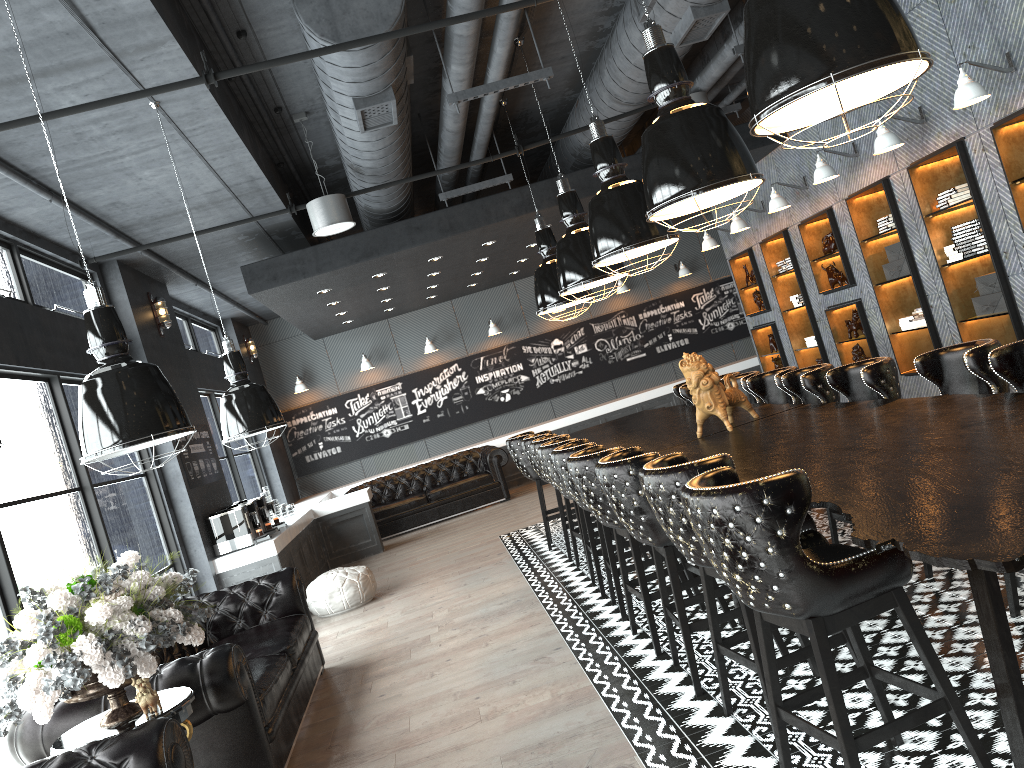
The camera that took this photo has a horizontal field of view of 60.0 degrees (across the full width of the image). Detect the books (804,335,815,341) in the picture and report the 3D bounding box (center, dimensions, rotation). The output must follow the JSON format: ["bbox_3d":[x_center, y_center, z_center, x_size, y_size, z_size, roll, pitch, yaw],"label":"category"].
[{"bbox_3d":[3.609,-0.569,10.502,0.225,0.029,0.179,-17,0,-23],"label":"books"}]

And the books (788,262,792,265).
[{"bbox_3d":[3.394,-1.458,10.398,0.194,0.028,0.245,-17,0,-24],"label":"books"}]

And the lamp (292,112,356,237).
[{"bbox_3d":[-1.674,-1.817,7.608,0.382,1.045,0.379,-17,-1,-38],"label":"lamp"}]

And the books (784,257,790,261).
[{"bbox_3d":[3.345,-1.502,10.377,0.194,0.028,0.245,-17,0,-34],"label":"books"}]

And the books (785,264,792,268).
[{"bbox_3d":[3.351,-1.415,10.389,0.194,0.028,0.245,-17,0,-19],"label":"books"}]

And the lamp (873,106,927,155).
[{"bbox_3d":[3.122,-2.071,7.158,0.489,0.287,0.244,-17,-1,10],"label":"lamp"}]

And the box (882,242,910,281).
[{"bbox_3d":[3.677,-1.179,8.349,0.298,0.316,0.419,-17,0,-6],"label":"box"}]

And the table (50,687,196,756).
[{"bbox_3d":[-1.511,1.733,3.693,0.573,0.726,0.571,-17,-1,-43],"label":"table"}]

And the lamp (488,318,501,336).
[{"bbox_3d":[-0.302,-0.973,14.901,0.243,0.287,0.490,-17,0,10],"label":"lamp"}]

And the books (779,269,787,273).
[{"bbox_3d":[3.347,-1.383,10.662,0.193,0.028,0.245,-17,0,-2],"label":"books"}]

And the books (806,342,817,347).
[{"bbox_3d":[3.638,-0.495,10.491,0.180,0.034,0.242,-17,0,-37],"label":"books"}]

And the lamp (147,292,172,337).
[{"bbox_3d":[-3.618,-0.733,9.169,0.139,0.480,0.145,-17,-1,-6],"label":"lamp"}]

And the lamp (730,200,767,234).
[{"bbox_3d":[2.773,-1.989,10.478,0.489,0.287,0.244,-17,-1,10],"label":"lamp"}]

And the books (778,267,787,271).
[{"bbox_3d":[3.327,-1.406,10.681,0.193,0.028,0.245,-17,0,6],"label":"books"}]

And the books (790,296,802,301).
[{"bbox_3d":[3.441,-1.036,10.500,0.245,0.028,0.193,-17,0,-3],"label":"books"}]

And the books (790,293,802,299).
[{"bbox_3d":[3.443,-1.067,10.501,0.246,0.028,0.193,-17,0,-13],"label":"books"}]

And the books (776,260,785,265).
[{"bbox_3d":[3.313,-1.491,10.662,0.193,0.028,0.245,-17,0,-9],"label":"books"}]

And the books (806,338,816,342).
[{"bbox_3d":[3.633,-0.549,10.510,0.243,0.024,0.175,-17,0,-15],"label":"books"}]

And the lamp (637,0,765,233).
[{"bbox_3d":[0.686,-1.902,4.544,0.620,2.303,0.622,-18,-1,39],"label":"lamp"}]

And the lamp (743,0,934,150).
[{"bbox_3d":[0.833,-1.953,3.093,0.620,2.303,0.622,-18,-1,39],"label":"lamp"}]

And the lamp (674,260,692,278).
[{"bbox_3d":[2.939,-1.997,15.277,0.243,0.287,0.490,-17,0,10],"label":"lamp"}]

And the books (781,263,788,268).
[{"bbox_3d":[3.368,-1.449,10.667,0.193,0.028,0.245,-17,0,1],"label":"books"}]

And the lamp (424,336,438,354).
[{"bbox_3d":[-1.355,-0.675,14.780,0.243,0.287,0.490,-17,0,10],"label":"lamp"}]

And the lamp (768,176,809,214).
[{"bbox_3d":[2.895,-2.013,9.332,0.489,0.287,0.244,-17,-1,10],"label":"lamp"}]

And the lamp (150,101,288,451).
[{"bbox_3d":[-1.825,-0.651,5.300,0.390,2.161,0.391,-18,-1,39],"label":"lamp"}]

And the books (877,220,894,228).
[{"bbox_3d":[3.579,-1.523,8.310,0.194,0.028,0.245,-17,0,-15],"label":"books"}]

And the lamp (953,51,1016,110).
[{"bbox_3d":[3.233,-2.107,6.076,0.489,0.287,0.244,-17,-1,10],"label":"lamp"}]

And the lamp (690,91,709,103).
[{"bbox_3d":[1.502,-2.801,7.976,0.379,1.045,0.382,-17,-1,20],"label":"lamp"}]

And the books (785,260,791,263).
[{"bbox_3d":[3.353,-1.475,10.377,0.194,0.028,0.245,-17,0,-26],"label":"books"}]

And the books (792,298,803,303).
[{"bbox_3d":[3.462,-1.013,10.481,0.245,0.028,0.193,-17,0,-6],"label":"books"}]

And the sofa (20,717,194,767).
[{"bbox_3d":[-1.574,1.686,2.047,1.240,0.838,2.565,-17,0,-7],"label":"sofa"}]

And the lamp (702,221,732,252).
[{"bbox_3d":[2.667,-1.941,11.556,0.489,0.287,0.244,-17,-1,10],"label":"lamp"}]

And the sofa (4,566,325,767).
[{"bbox_3d":[-1.906,1.800,5.299,1.240,0.838,2.565,-17,0,-7],"label":"sofa"}]

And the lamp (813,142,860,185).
[{"bbox_3d":[2.999,-2.075,8.242,0.489,0.287,0.244,-17,-1,10],"label":"lamp"}]

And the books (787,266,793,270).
[{"bbox_3d":[3.378,-1.394,10.376,0.194,0.028,0.245,-17,0,-27],"label":"books"}]

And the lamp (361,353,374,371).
[{"bbox_3d":[-2.390,-0.385,14.661,0.243,0.287,0.490,-17,0,10],"label":"lamp"}]

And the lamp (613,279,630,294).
[{"bbox_3d":[1.865,-1.702,15.154,0.243,0.287,0.490,-17,0,10],"label":"lamp"}]

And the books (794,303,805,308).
[{"bbox_3d":[3.488,-0.962,10.481,0.245,0.028,0.193,-17,0,-10],"label":"books"}]

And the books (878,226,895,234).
[{"bbox_3d":[3.594,-1.468,8.331,0.193,0.028,0.245,-17,0,-6],"label":"books"}]

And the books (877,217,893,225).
[{"bbox_3d":[3.585,-1.554,8.356,0.193,0.028,0.245,-17,0,0],"label":"books"}]

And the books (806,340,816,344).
[{"bbox_3d":[3.619,-0.520,10.506,0.166,0.024,0.227,-17,0,-20],"label":"books"}]

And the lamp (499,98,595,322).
[{"bbox_3d":[0.242,-1.749,8.898,0.620,2.303,0.622,-18,-1,39],"label":"lamp"}]

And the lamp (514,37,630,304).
[{"bbox_3d":[0.390,-1.800,7.447,0.620,2.303,0.622,-18,-1,39],"label":"lamp"}]

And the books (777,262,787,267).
[{"bbox_3d":[3.321,-1.464,10.663,0.193,0.028,0.245,-17,0,-1],"label":"books"}]

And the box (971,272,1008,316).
[{"bbox_3d":[3.948,-0.749,7.233,0.323,0.316,0.419,-17,0,-6],"label":"box"}]

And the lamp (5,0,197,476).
[{"bbox_3d":[-1.604,-0.727,3.136,0.390,2.161,0.391,-18,-1,39],"label":"lamp"}]

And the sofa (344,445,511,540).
[{"bbox_3d":[-1.264,1.629,13.286,2.567,0.838,1.239,-17,0,-7],"label":"sofa"}]

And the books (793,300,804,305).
[{"bbox_3d":[3.454,-0.981,10.438,0.245,0.028,0.193,-17,0,3],"label":"books"}]

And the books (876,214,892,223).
[{"bbox_3d":[3.562,-1.576,8.314,0.193,0.028,0.245,-17,0,-3],"label":"books"}]

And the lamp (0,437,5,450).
[{"bbox_3d":[-1.452,-0.775,1.659,0.390,2.154,0.391,-18,-1,39],"label":"lamp"}]

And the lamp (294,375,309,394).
[{"bbox_3d":[-3.442,-0.022,14.538,0.243,0.287,0.490,-17,0,10],"label":"lamp"}]

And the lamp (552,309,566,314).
[{"bbox_3d":[0.769,-1.362,15.027,0.243,0.287,0.490,-17,0,10],"label":"lamp"}]

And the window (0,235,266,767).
[{"bbox_3d":[-2.850,0.579,2.892,0.120,3.730,20.787,-17,0,-6],"label":"window"}]

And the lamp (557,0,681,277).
[{"bbox_3d":[0.538,-1.851,5.996,0.620,2.303,0.622,-18,-1,39],"label":"lamp"}]
